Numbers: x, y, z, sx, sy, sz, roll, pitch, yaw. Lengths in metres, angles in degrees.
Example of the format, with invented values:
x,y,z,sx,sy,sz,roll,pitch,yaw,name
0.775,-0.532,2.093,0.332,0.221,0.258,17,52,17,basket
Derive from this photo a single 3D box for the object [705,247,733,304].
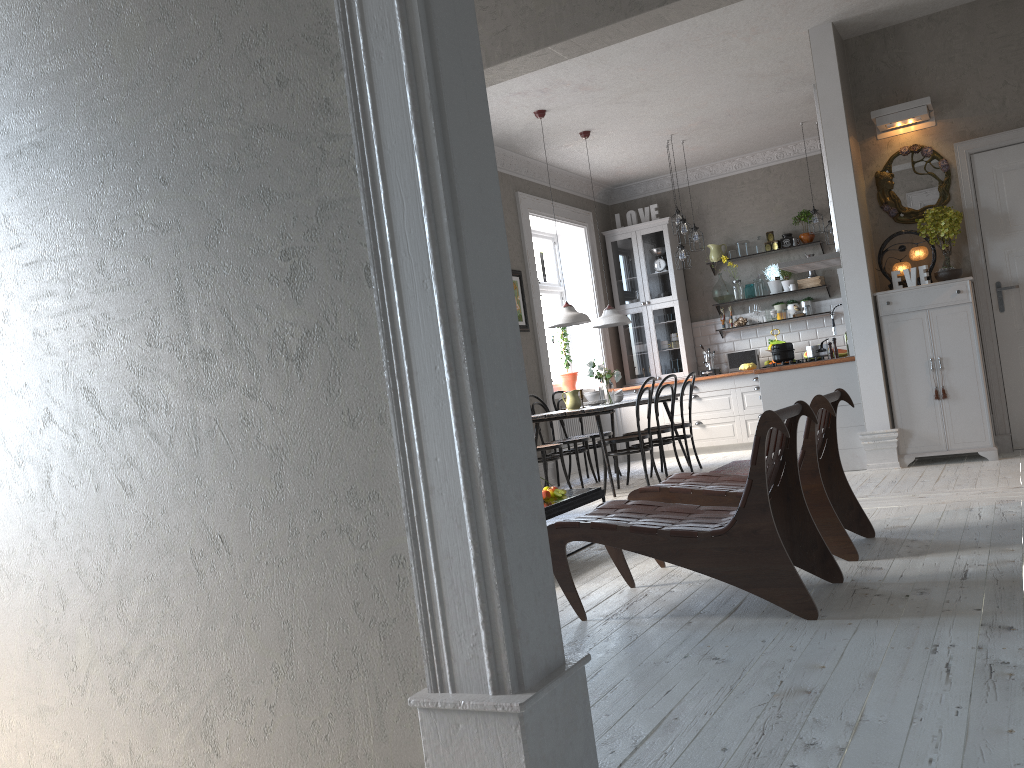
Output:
x,y,z,sx,sy,sz,roll,pitch,yaw,name
2.405,-1.275,10.323,0.335,0.674,0.337,-8,-1,-2,object

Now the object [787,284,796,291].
x,y,z,sx,sy,sz,roll,pitch,yaw,name
3.144,-1.081,9.917,0.064,0.071,0.104,-7,-1,-31,object

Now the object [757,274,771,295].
x,y,z,sx,sy,sz,roll,pitch,yaw,name
2.910,-1.136,10.244,0.129,0.264,0.134,-9,-1,35,object

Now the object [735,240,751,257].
x,y,z,sx,sy,sz,roll,pitch,yaw,name
2.666,-1.551,10.224,0.174,0.184,0.169,-7,-1,-22,object

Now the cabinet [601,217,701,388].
x,y,z,sx,sy,sz,roll,pitch,yaw,name
1.681,-0.946,10.655,0.864,1.921,0.395,-8,-1,29,cabinet

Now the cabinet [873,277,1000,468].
x,y,z,sx,sy,sz,roll,pitch,yaw,name
3.103,-0.076,6.476,0.654,1.297,0.391,-8,-1,29,cabinet

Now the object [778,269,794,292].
x,y,z,sx,sy,sz,roll,pitch,yaw,name
3.098,-1.227,10.006,0.185,0.380,0.168,-8,-1,-10,object

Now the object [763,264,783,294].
x,y,z,sx,sy,sz,roll,pitch,yaw,name
3.012,-1.201,10.115,0.239,0.354,0.240,-7,-1,-43,object

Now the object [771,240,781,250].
x,y,z,sx,sy,sz,roll,pitch,yaw,name
2.996,-1.566,10.033,0.081,0.113,0.084,-9,-1,39,object

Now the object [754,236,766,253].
x,y,z,sx,sy,sz,roll,pitch,yaw,name
2.865,-1.596,10.224,0.141,0.220,0.139,-8,-1,-11,object

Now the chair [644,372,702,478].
x,y,z,sx,sy,sz,roll,pitch,yaw,name
1.500,0.376,8.260,0.540,0.920,0.445,-8,-1,27,chair

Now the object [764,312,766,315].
x,y,z,sx,sy,sz,roll,pitch,yaw,name
2.940,-0.786,10.174,0.079,0.083,0.076,-7,-1,-43,object

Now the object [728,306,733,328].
x,y,z,sx,sy,sz,roll,pitch,yaw,name
2.561,-0.785,10.345,0.062,0.264,0.052,-7,-1,-25,object

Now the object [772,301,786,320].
x,y,z,sx,sy,sz,roll,pitch,yaw,name
3.054,-0.838,10.118,0.155,0.217,0.157,-8,-1,9,object

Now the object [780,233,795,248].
x,y,z,sx,sy,sz,roll,pitch,yaw,name
3.122,-1.614,10.020,0.139,0.174,0.144,-8,-1,29,object

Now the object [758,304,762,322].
x,y,z,sx,sy,sz,roll,pitch,yaw,name
2.848,-0.807,10.201,0.081,0.217,0.082,-8,-1,15,object

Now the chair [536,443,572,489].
x,y,z,sx,sy,sz,roll,pitch,yaw,name
0.188,0.549,7.819,0.538,0.920,0.447,-9,-1,37,chair

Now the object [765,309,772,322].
x,y,z,sx,sy,sz,roll,pitch,yaw,name
2.929,-0.781,10.094,0.078,0.139,0.079,-8,-1,2,object

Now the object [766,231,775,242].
x,y,z,sx,sy,sz,roll,pitch,yaw,name
2.931,-1.669,10.052,0.082,0.113,0.083,-8,-1,9,object

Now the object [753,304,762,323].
x,y,z,sx,sy,sz,roll,pitch,yaw,name
2.805,-0.802,10.121,0.081,0.217,0.082,-8,-1,15,object

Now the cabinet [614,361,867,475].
x,y,z,sx,sy,sz,roll,pitch,yaw,name
2.577,0.264,8.723,2.009,0.854,4.151,-8,-1,-14,cabinet

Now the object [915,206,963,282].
x,y,z,sx,sy,sz,roll,pitch,yaw,name
3.142,-1.016,6.420,0.346,0.553,0.292,-7,-1,-27,object

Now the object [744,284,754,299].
x,y,z,sx,sy,sz,roll,pitch,yaw,name
2.760,-1.070,10.259,0.123,0.172,0.128,-9,-1,33,object

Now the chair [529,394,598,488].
x,y,z,sx,sy,sz,roll,pitch,yaw,name
0.465,0.521,8.311,0.540,0.920,0.445,-8,-1,27,chair

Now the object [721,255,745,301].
x,y,z,sx,sy,sz,roll,pitch,yaw,name
2.542,-1.228,10.201,0.189,0.540,0.285,-8,-1,21,object

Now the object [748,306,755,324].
x,y,z,sx,sy,sz,roll,pitch,yaw,name
2.776,-0.796,10.246,0.081,0.217,0.082,-8,-1,15,object

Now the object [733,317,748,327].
x,y,z,sx,sy,sz,roll,pitch,yaw,name
2.647,-0.722,10.273,0.176,0.111,0.097,-8,-1,6,object

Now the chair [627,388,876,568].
x,y,z,sx,sy,sz,roll,pitch,yaw,name
1.101,0.446,4.181,0.999,0.721,0.516,-8,-1,29,chair

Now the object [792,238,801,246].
x,y,z,sx,sy,sz,roll,pitch,yaw,name
3.173,-1.585,9.880,0.091,0.096,0.076,-8,-1,30,object

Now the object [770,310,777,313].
x,y,z,sx,sy,sz,roll,pitch,yaw,name
2.963,-0.804,10.023,0.076,0.051,0.078,-8,-1,15,object

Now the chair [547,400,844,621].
x,y,z,sx,sy,sz,roll,pitch,yaw,name
0.669,0.490,3.424,0.999,0.721,0.516,-8,-1,29,chair

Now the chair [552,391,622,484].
x,y,z,sx,sy,sz,roll,pitch,yaw,name
0.725,0.494,8.732,0.537,0.920,0.447,-9,-1,42,chair

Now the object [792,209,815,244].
x,y,z,sx,sy,sz,roll,pitch,yaw,name
3.282,-1.752,9.871,0.246,0.397,0.256,-7,-1,-36,object

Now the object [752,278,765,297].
x,y,z,sx,sy,sz,roll,pitch,yaw,name
2.818,-1.097,10.122,0.127,0.206,0.122,-7,-1,-38,object

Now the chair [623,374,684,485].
x,y,z,sx,sy,sz,roll,pitch,yaw,name
1.241,0.403,7.842,0.538,0.920,0.447,-9,-1,37,chair

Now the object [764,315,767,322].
x,y,z,sx,sy,sz,roll,pitch,yaw,name
2.944,-0.754,10.174,0.079,0.083,0.076,-7,-1,-43,object

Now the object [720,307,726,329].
x,y,z,sx,sy,sz,roll,pitch,yaw,name
2.479,-0.772,10.408,0.053,0.264,0.061,-8,-1,0,object

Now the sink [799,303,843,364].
x,y,z,sx,sy,sz,roll,pitch,yaw,name
2.748,-0.323,7.671,0.519,0.720,0.495,-8,-1,29,sink

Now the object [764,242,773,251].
x,y,z,sx,sy,sz,roll,pitch,yaw,name
2.923,-1.555,10.077,0.081,0.113,0.084,-8,-1,29,object

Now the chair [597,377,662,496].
x,y,z,sx,sy,sz,roll,pitch,yaw,name
0.975,0.430,7.368,0.540,0.920,0.445,-8,-1,27,chair
